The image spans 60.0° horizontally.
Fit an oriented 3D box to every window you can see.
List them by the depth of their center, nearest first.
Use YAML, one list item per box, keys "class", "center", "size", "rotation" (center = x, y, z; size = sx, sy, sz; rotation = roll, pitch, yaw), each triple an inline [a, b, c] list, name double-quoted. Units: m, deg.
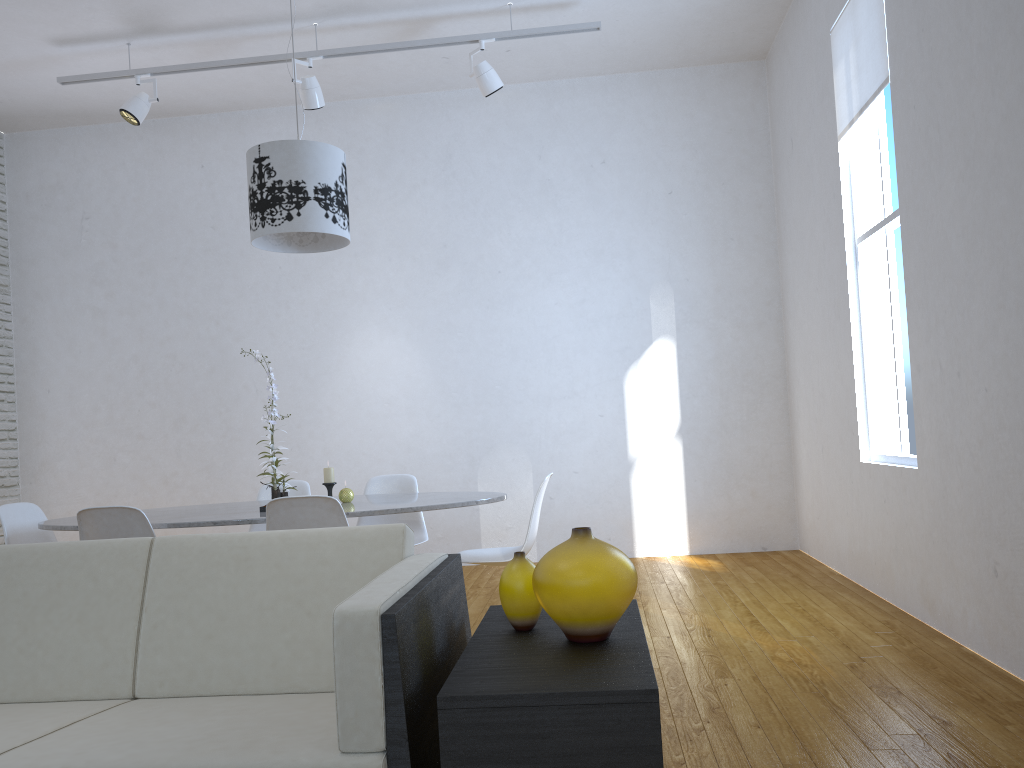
- class: "window"
  center: [1.676, -0.709, 3.941]
  size: [0.074, 2.127, 0.775]
  rotation: [-4, -2, 5]

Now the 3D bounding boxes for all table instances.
- class: "table"
  center: [-0.952, 0.813, 3.606]
  size: [1.910, 0.622, 1.072]
  rotation: [-4, -3, 4]

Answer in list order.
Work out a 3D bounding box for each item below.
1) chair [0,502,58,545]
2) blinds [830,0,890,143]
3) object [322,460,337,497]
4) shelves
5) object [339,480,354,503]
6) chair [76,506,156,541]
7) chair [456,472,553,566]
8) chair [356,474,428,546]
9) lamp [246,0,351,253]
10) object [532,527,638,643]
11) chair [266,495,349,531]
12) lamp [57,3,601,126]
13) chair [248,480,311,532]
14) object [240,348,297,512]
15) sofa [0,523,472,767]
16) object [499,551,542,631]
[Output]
- class: "chair"
  center: [-1.886, 0.663, 3.703]
  size: [0.419, 0.351, 0.406]
  rotation: [-4, -3, 7]
- class: "blinds"
  center: [1.548, -1.476, 3.968]
  size: [0.007, 0.556, 0.762]
  rotation: [-4, -3, 5]
- class: "object"
  center: [-0.745, 0.400, 3.614]
  size: [0.059, 0.176, 0.059]
  rotation: [-3, -2, -10]
- class: "shelves"
  center: [0.101, 0.727, 1.746]
  size: [0.349, 0.451, 0.730]
  rotation: [-4, -3, 5]
- class: "object"
  center: [-0.680, 0.439, 3.633]
  size: [0.062, 0.091, 0.063]
  rotation: [-2, -3, -37]
- class: "chair"
  center: [-1.355, 0.605, 3.243]
  size: [0.406, 0.351, 0.419]
  rotation: [-4, -3, 9]
- class: "chair"
  center: [-0.037, 0.541, 3.532]
  size: [0.419, 0.351, 0.406]
  rotation: [-4, -3, 7]
- class: "chair"
  center: [-0.609, 0.613, 4.183]
  size: [0.406, 0.351, 0.419]
  rotation: [-4, -3, 8]
- class: "lamp"
  center: [-0.913, -1.346, 3.663]
  size: [0.399, 1.536, 0.400]
  rotation: [-3, -2, -28]
- class: "object"
  center: [0.143, 0.390, 1.737]
  size: [0.207, 0.215, 0.207]
  rotation: [-1, -3, -43]
- class: "chair"
  center: [-0.681, 0.559, 3.160]
  size: [0.406, 0.351, 0.420]
  rotation: [-4, -3, 4]
- class: "lamp"
  center: [-1.059, -1.778, 4.982]
  size: [3.117, 0.486, 0.205]
  rotation: [-4, -2, 3]
- class: "chair"
  center: [-1.138, 0.649, 4.244]
  size: [0.405, 0.351, 0.420]
  rotation: [-4, -3, 3]
- class: "object"
  center: [-0.914, 0.175, 3.448]
  size: [0.166, 0.638, 0.202]
  rotation: [-5, -2, 33]
- class: "sofa"
  center: [-1.254, 0.674, 1.174]
  size: [5.338, 0.678, 9.734]
  rotation: [-4, -3, 5]
- class: "object"
  center: [0.021, 0.432, 1.854]
  size: [0.095, 0.160, 0.096]
  rotation: [-2, -3, -43]
